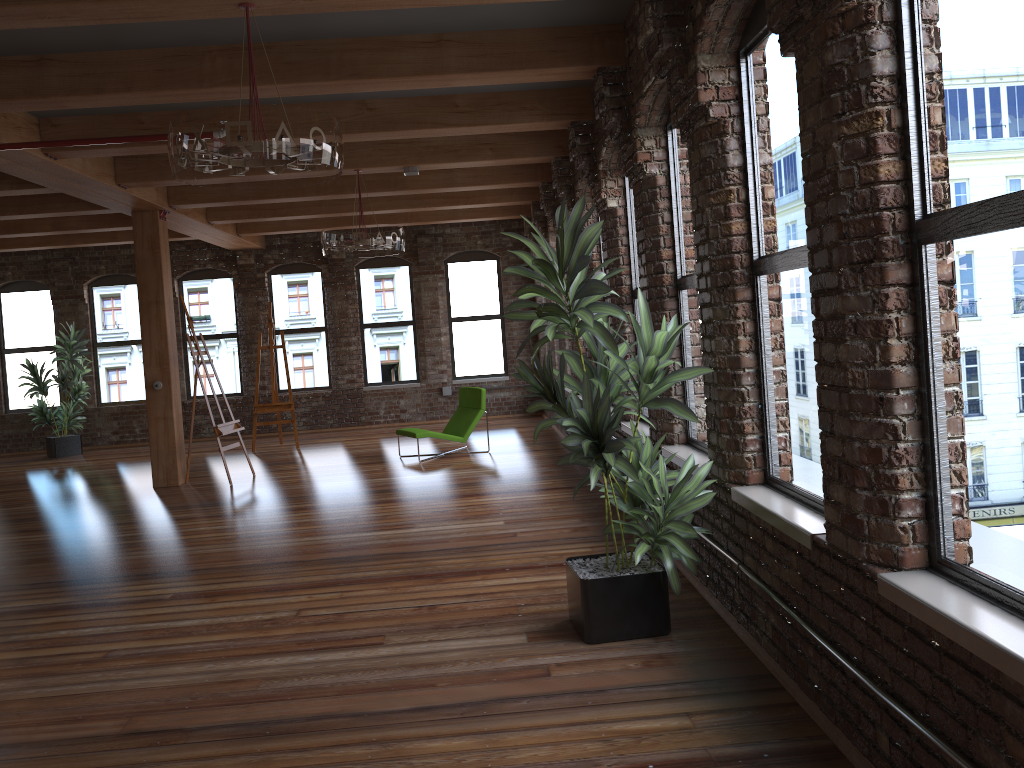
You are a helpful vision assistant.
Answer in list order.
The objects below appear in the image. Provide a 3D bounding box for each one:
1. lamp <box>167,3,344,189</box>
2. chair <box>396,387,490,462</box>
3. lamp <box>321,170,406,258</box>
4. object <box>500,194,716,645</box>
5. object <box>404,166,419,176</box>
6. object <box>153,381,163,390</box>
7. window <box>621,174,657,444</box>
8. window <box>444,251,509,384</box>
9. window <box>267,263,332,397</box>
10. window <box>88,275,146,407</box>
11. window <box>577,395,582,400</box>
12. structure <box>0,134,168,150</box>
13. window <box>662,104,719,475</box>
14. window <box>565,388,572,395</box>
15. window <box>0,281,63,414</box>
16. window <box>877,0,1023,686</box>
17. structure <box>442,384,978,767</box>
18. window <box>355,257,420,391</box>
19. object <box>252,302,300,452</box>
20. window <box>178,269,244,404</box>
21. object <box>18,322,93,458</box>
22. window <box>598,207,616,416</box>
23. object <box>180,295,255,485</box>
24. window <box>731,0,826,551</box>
[{"bbox_3d":[-1.235,-1.403,4.232,0.808,0.814,0.811,-2,3,40],"label":"lamp"},{"bbox_3d":[-0.870,0.475,10.892,0.957,0.795,0.680,-5,2,-28],"label":"chair"},{"bbox_3d":[-1.459,-1.664,8.574,0.808,0.814,0.811,-3,3,33],"label":"lamp"},{"bbox_3d":[0.498,0.141,4.354,0.966,2.102,1.082,-4,2,10],"label":"object"},{"bbox_3d":[-0.980,-2.081,8.631,0.145,0.072,0.147,-4,3,-3],"label":"object"},{"bbox_3d":[-3.932,0.019,9.820,0.095,0.095,0.061,-4,2,-3],"label":"object"},{"bbox_3d":[0.933,-0.720,6.566,0.232,2.213,0.969,-4,1,-3],"label":"window"},{"bbox_3d":[-0.606,-1.143,14.967,0.968,2.216,0.219,-4,1,-3],"label":"window"},{"bbox_3d":[-3.553,-0.919,14.817,0.968,2.226,0.221,-4,1,-3],"label":"window"},{"bbox_3d":[-6.482,-0.734,14.736,0.968,2.167,0.086,-4,1,-3],"label":"window"},{"bbox_3d":[0.781,-0.895,9.497,0.230,2.213,0.969,-4,1,-3],"label":"window"},{"bbox_3d":[-5.433,-1.577,6.183,6.809,0.112,0.051,-4,1,-3],"label":"structure"},{"bbox_3d":[1.010,-0.632,5.101,0.235,2.213,0.969,-4,1,-3],"label":"window"},{"bbox_3d":[0.707,-0.983,10.959,0.233,2.213,0.969,-4,1,-3],"label":"window"},{"bbox_3d":[-7.969,-0.623,14.660,0.968,2.167,0.086,-4,1,-3],"label":"window"},{"bbox_3d":[1.161,-0.456,2.172,0.235,2.213,0.969,-4,1,-3],"label":"window"},{"bbox_3d":[0.799,0.488,8.243,1.634,0.313,13.721,-5,4,-9],"label":"structure"},{"bbox_3d":[-2.087,-1.033,14.892,0.968,2.216,0.219,-4,1,-3],"label":"window"},{"bbox_3d":[-3.476,-0.141,12.892,0.662,2.139,0.685,-4,1,-8],"label":"object"},{"bbox_3d":[-5.013,-0.810,14.743,0.968,2.226,0.221,-4,1,-3],"label":"window"},{"bbox_3d":[-7.133,0.076,13.920,1.082,2.102,0.966,-5,2,-25],"label":"object"},{"bbox_3d":[0.860,-0.808,8.032,0.236,2.213,0.969,-4,1,-3],"label":"window"},{"bbox_3d":[-3.448,0.039,10.036,0.684,2.139,0.663,-4,1,7],"label":"object"},{"bbox_3d":[1.086,-0.544,3.635,0.235,2.213,0.969,-4,1,-3],"label":"window"}]
